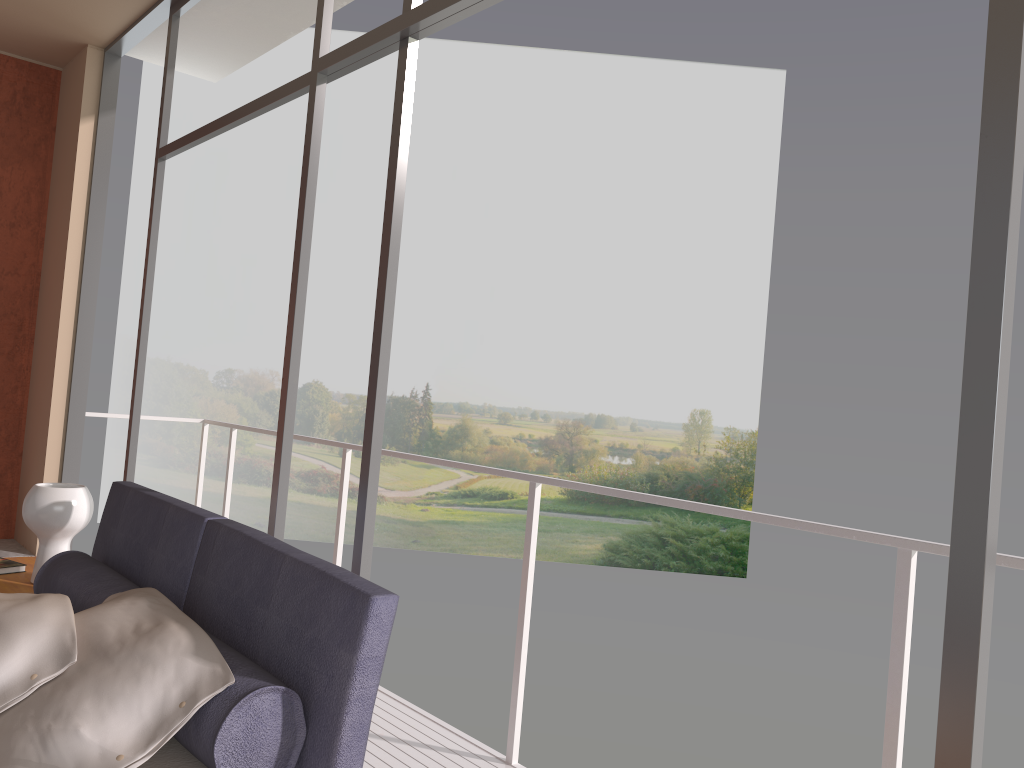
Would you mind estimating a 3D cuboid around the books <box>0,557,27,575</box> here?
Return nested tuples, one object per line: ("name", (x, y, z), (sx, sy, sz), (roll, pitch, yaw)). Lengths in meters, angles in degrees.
("books", (-1.956, 0.656, 3.206), (0.287, 0.025, 0.247), (4, -2, 31))

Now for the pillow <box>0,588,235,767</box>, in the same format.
("pillow", (-0.898, 0.620, 1.871), (0.400, 0.265, 0.791), (6, -2, -37))

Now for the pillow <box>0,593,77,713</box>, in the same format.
("pillow", (-1.269, 0.602, 2.028), (0.431, 0.264, 0.869), (6, -2, -32))

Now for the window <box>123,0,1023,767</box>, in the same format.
("window", (0.134, -0.191, 1.972), (0.075, 3.133, 6.106), (6, -2, -40))

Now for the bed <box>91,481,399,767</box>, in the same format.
("bed", (-1.732, 0.726, 1.554), (2.462, 0.959, 2.017), (6, -2, -40))

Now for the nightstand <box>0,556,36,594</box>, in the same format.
("nightstand", (-1.862, 0.955, 3.152), (0.562, 0.556, 0.628), (6, -2, -40))

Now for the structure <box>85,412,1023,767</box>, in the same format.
("structure", (0.231, 0.817, 2.349), (0.728, 1.005, 7.689), (6, -2, -40))

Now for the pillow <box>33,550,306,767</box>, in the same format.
("pillow", (-0.920, 0.637, 2.209), (0.205, 0.201, 1.470), (6, -2, -40))

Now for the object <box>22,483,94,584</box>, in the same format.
("object", (-1.601, 0.525, 3.113), (0.224, 0.338, 0.224), (6, -2, -28))
